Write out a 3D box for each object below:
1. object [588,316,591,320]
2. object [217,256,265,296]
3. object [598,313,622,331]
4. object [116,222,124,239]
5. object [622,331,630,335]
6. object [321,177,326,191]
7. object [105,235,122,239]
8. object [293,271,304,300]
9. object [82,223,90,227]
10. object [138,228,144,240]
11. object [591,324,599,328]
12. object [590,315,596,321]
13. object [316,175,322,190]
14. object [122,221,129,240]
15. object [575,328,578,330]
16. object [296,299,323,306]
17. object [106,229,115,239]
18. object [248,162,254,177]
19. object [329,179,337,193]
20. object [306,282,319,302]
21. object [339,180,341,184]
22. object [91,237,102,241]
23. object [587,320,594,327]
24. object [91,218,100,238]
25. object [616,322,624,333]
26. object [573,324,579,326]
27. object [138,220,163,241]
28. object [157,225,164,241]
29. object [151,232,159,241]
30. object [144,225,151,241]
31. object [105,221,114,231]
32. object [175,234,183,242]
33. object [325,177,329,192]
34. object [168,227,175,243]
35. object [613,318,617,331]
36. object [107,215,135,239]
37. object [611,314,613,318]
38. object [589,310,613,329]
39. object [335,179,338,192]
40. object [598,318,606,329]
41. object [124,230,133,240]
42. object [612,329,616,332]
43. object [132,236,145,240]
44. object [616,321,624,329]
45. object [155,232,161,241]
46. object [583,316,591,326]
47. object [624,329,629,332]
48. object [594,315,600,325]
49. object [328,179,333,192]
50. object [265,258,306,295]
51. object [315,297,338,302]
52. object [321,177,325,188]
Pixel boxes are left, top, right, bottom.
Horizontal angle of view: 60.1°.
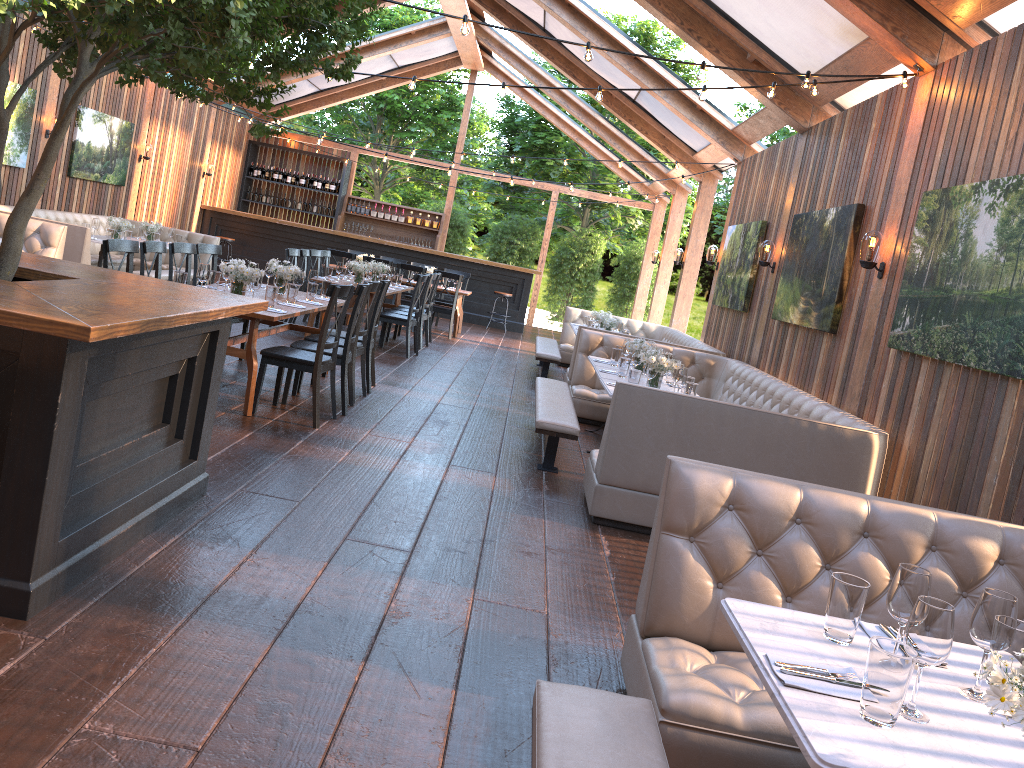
[{"bbox_3d":[1.124,-0.899,12.741,0.091,0.157,0.092,10,5,-13],"label":"object"},{"bbox_3d":[-2.063,-0.799,6.723,0.336,0.308,0.331,11,6,-4],"label":"object"},{"bbox_3d":[1.235,-0.735,11.217,0.331,0.308,0.336,14,7,22],"label":"object"},{"bbox_3d":[-4.928,-1.904,11.100,0.092,0.243,0.093,7,6,-42],"label":"object"},{"bbox_3d":[1.364,-0.557,10.692,0.091,0.157,0.092,10,5,-13],"label":"object"},{"bbox_3d":[-4.114,-4.378,19.370,0.077,0.307,0.078,9,5,-21],"label":"object"},{"bbox_3d":[-5.295,-1.971,11.858,0.255,0.019,0.158,11,8,1],"label":"object"},{"bbox_3d":[-1.841,-0.846,7.588,0.092,0.243,0.093,12,5,3],"label":"object"},{"bbox_3d":[-5.259,-1.896,10.895,0.091,0.157,0.092,10,5,-13],"label":"object"},{"bbox_3d":[-5.217,-2.110,12.442,0.091,0.157,0.092,10,5,-13],"label":"object"},{"bbox_3d":[0.999,-0.646,10.814,0.091,0.157,0.092,10,5,-13],"label":"object"},{"bbox_3d":[1.138,-0.894,12.421,0.093,0.243,0.092,16,7,43],"label":"object"},{"bbox_3d":[-4.205,-4.405,19.353,0.087,0.333,0.088,10,5,-19],"label":"object"},{"bbox_3d":[-5.141,-2.040,11.754,0.093,0.243,0.092,16,7,43],"label":"object"},{"bbox_3d":[0.964,-0.721,11.776,0.255,0.019,0.158,11,8,1],"label":"object"},{"bbox_3d":[-1.738,-0.699,7.508,0.255,0.019,0.158,11,8,1],"label":"object"},{"bbox_3d":[-4.894,-1.806,10.774,0.091,0.157,0.092,10,5,-13],"label":"object"},{"bbox_3d":[-5.719,-4.711,19.429,0.081,0.323,0.172,10,5,-15],"label":"object"},{"bbox_3d":[-3.918,-4.341,19.375,0.136,0.314,0.137,12,5,7],"label":"object"},{"bbox_3d":[-1.740,-0.796,7.684,0.092,0.157,0.092,14,6,27],"label":"object"},{"bbox_3d":[-3.794,-4.335,19.469,0.080,0.322,0.082,9,5,-21],"label":"object"},{"bbox_3d":[-5.065,-1.763,10.732,0.157,0.019,0.257,11,8,0],"label":"object"},{"bbox_3d":[1.021,-0.757,11.612,0.091,0.157,0.092,10,5,-13],"label":"object"},{"bbox_3d":[-5.163,-1.930,10.956,0.092,0.243,0.093,7,6,-42],"label":"object"},{"bbox_3d":[1.311,-0.623,10.777,0.092,0.243,0.093,7,6,-42],"label":"object"},{"bbox_3d":[0.984,-0.825,12.525,0.255,0.019,0.158,11,8,1],"label":"object"},{"bbox_3d":[-5.013,-2.119,12.249,0.328,0.308,0.339,8,7,-25],"label":"object"},{"bbox_3d":[-5.065,-2.166,12.731,0.093,0.243,0.092,16,7,43],"label":"object"},{"bbox_3d":[-4.820,-1.959,11.938,0.091,0.157,0.092,10,5,-13],"label":"object"},{"bbox_3d":[-4.900,-2.009,11.871,0.093,0.243,0.092,16,7,43],"label":"object"},{"bbox_3d":[-4.948,-1.873,10.859,0.092,0.243,0.093,7,6,-42],"label":"object"},{"bbox_3d":[-4.802,-2.070,12.732,0.091,0.157,0.092,10,5,-13],"label":"object"},{"bbox_3d":[-4.033,-4.358,19.337,0.078,0.310,0.078,11,5,-4],"label":"object"},{"bbox_3d":[-4.881,-2.120,12.665,0.093,0.243,0.092,16,7,43],"label":"object"},{"bbox_3d":[1.359,-0.760,11.789,0.093,0.243,0.092,16,7,43],"label":"object"},{"bbox_3d":[-5.018,-1.984,11.299,0.331,0.308,0.336,14,7,22],"label":"object"},{"bbox_3d":[1.377,-0.870,12.583,0.093,0.243,0.092,16,7,43],"label":"object"},{"bbox_3d":[1.240,-0.871,12.168,0.328,0.308,0.339,8,7,-25],"label":"object"},{"bbox_3d":[-3.879,-4.363,19.513,0.087,0.333,0.088,10,5,-19],"label":"object"},{"bbox_3d":[1.096,-0.680,10.874,0.092,0.243,0.093,7,6,-42],"label":"object"},{"bbox_3d":[-4.849,-1.854,11.167,0.091,0.157,0.092,10,5,-13],"label":"object"},{"bbox_3d":[1.457,-0.820,12.651,0.091,0.157,0.092,10,5,-13],"label":"object"},{"bbox_3d":[-5.274,-2.074,12.606,0.255,0.019,0.158,11,8,1],"label":"object"},{"bbox_3d":[1.330,-0.654,11.018,0.092,0.243,0.093,7,6,-42],"label":"object"},{"bbox_3d":[-5.135,-2.149,12.823,0.091,0.157,0.092,10,5,-13],"label":"object"},{"bbox_3d":[1.041,-0.861,12.360,0.091,0.157,0.092,10,5,-13],"label":"object"},{"bbox_3d":[1.410,-0.604,11.085,0.091,0.157,0.092,10,5,-13],"label":"object"},{"bbox_3d":[1.117,-0.791,11.673,0.093,0.243,0.092,16,7,43],"label":"object"},{"bbox_3d":[-3.982,-4.370,19.500,0.077,0.307,0.078,9,5,-21],"label":"object"},{"bbox_3d":[-2.006,-0.938,7.768,0.332,0.308,0.335,16,8,37],"label":"object"},{"bbox_3d":[-1.720,-0.779,8.089,0.255,0.019,0.158,11,8,1],"label":"object"},{"bbox_3d":[-4.144,-4.394,19.471,0.075,0.301,0.076,10,5,-17],"label":"object"}]
